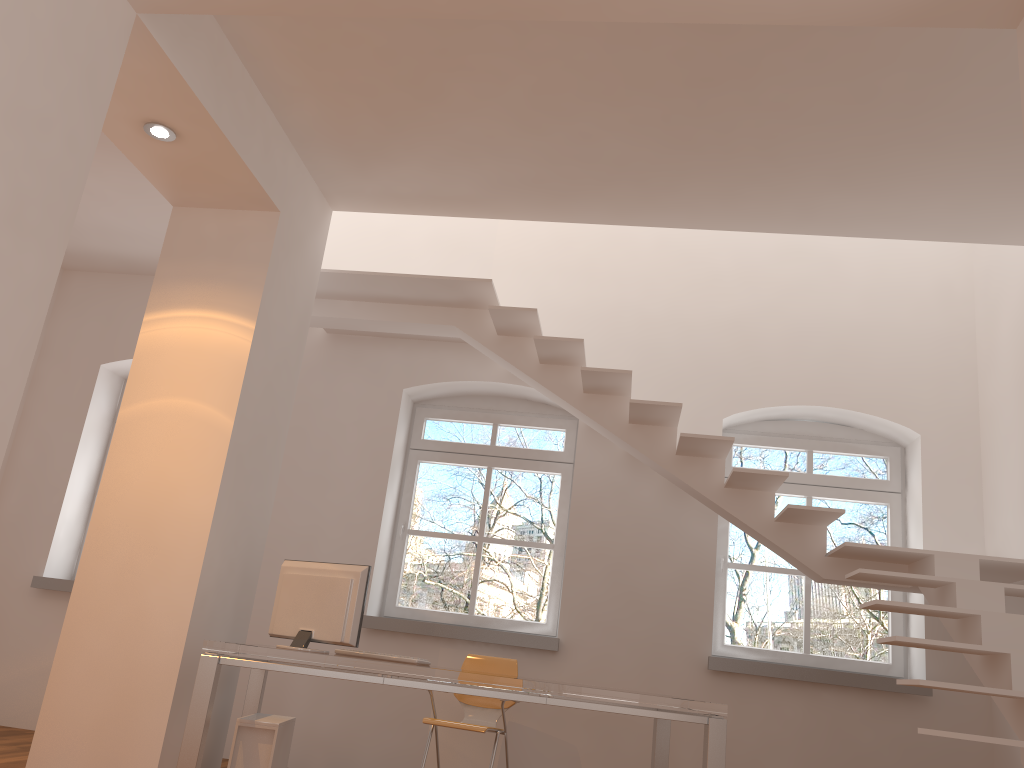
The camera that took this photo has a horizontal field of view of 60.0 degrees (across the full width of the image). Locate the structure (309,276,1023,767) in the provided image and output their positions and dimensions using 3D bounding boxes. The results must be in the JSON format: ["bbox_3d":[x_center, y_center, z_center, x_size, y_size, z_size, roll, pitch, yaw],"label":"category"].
[{"bbox_3d":[0.514,0.674,4.292,4.630,3.042,3.450,4,-18,8],"label":"structure"}]

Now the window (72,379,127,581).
[{"bbox_3d":[-2.581,0.731,6.847,1.308,1.737,0.142,4,-18,8],"label":"window"}]

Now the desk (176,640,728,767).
[{"bbox_3d":[-0.265,1.738,4.167,2.239,0.750,1.092,7,-18,-1],"label":"desk"}]

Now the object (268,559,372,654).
[{"bbox_3d":[-0.963,1.051,4.219,0.516,0.418,0.245,-6,-22,36],"label":"object"}]

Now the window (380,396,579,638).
[{"bbox_3d":[-0.206,0.916,6.498,1.308,1.737,0.142,4,-18,8],"label":"window"}]

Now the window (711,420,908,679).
[{"bbox_3d":[2.057,1.093,6.167,1.308,1.737,0.142,4,-18,8],"label":"window"}]

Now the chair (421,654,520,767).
[{"bbox_3d":[-0.243,1.984,5.090,0.495,0.829,0.464,0,-19,23],"label":"chair"}]

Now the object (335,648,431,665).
[{"bbox_3d":[-0.658,1.388,4.516,0.467,0.031,0.200,1,-18,18],"label":"object"}]

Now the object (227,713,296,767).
[{"bbox_3d":[-1.231,1.851,4.324,0.200,0.422,0.474,7,-18,-1],"label":"object"}]
